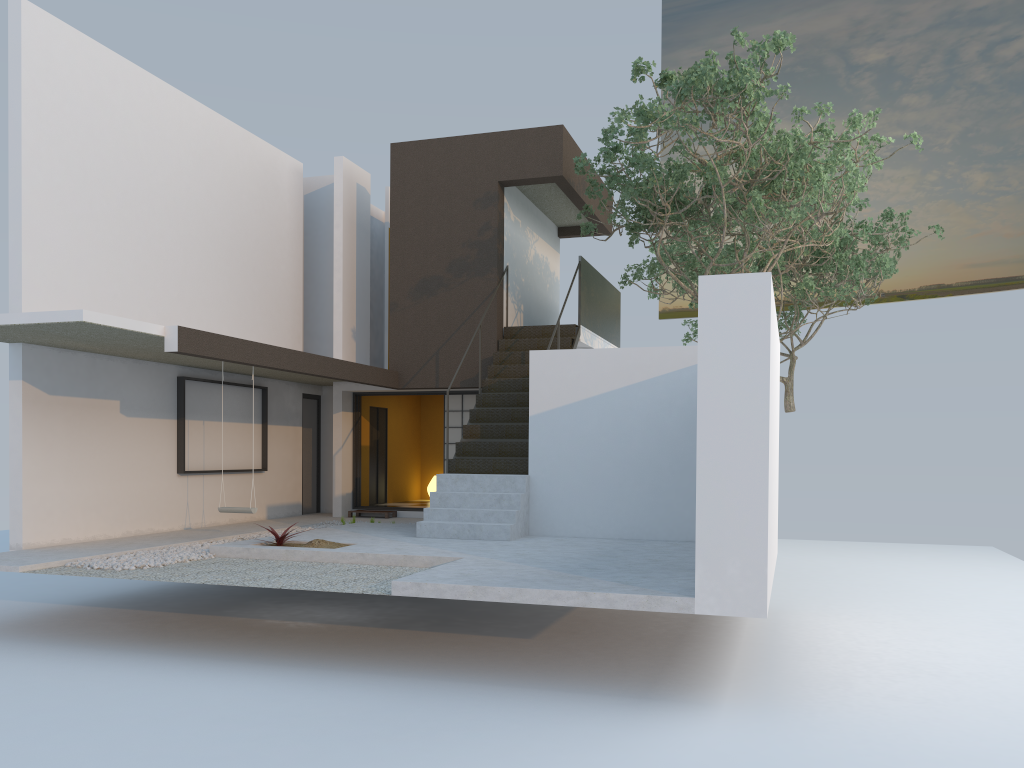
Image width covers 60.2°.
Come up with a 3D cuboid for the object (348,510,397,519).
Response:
[{"bbox_3d":[-2.254,2.106,14.278,0.703,0.101,0.350,-1,-4,18],"label":"object"}]

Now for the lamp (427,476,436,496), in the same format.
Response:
[{"bbox_3d":[-1.432,2.009,16.933,0.387,0.501,0.395,0,-1,7],"label":"lamp"}]

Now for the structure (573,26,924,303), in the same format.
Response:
[{"bbox_3d":[2.996,-2.141,11.893,4.334,3.703,5.752,1,-3,-2],"label":"structure"}]

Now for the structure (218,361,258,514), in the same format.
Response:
[{"bbox_3d":[-3.251,0.598,10.466,0.462,1.869,0.129,1,1,18],"label":"structure"}]

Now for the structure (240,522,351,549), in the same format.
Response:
[{"bbox_3d":[-2.304,1.665,9.527,1.203,0.292,0.748,-1,-4,18],"label":"structure"}]

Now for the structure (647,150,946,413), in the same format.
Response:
[{"bbox_3d":[5.556,-1.776,17.989,5.508,4.706,7.310,1,-3,-2],"label":"structure"}]

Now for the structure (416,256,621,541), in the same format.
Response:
[{"bbox_3d":[0.435,0.064,13.277,1.158,3.947,6.558,1,-3,18],"label":"structure"}]
